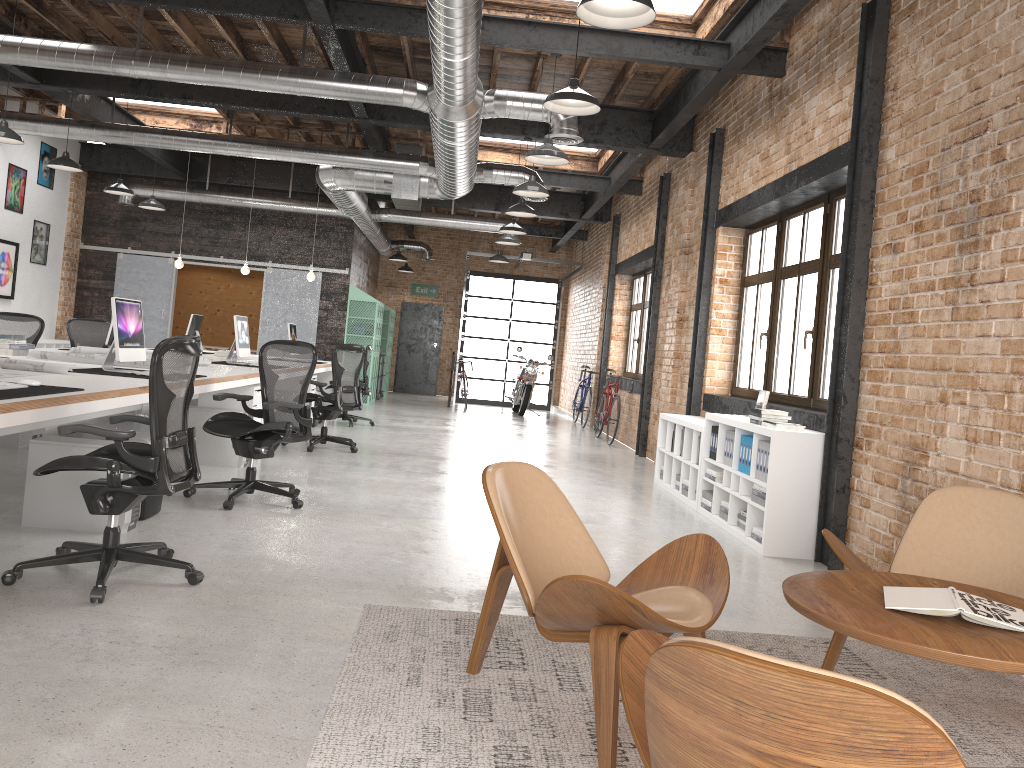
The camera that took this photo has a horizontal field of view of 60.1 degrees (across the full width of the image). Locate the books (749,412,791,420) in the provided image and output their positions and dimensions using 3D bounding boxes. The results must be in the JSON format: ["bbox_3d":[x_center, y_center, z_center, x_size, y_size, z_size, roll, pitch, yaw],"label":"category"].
[{"bbox_3d":[1.787,0.220,6.135,0.211,0.023,0.259,5,2,-4],"label":"books"}]

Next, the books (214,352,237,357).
[{"bbox_3d":[-3.074,-0.319,9.593,0.193,0.044,0.257,6,2,14],"label":"books"}]

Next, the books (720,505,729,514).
[{"bbox_3d":[1.678,0.932,6.535,0.206,0.067,0.275,5,2,-3],"label":"books"}]

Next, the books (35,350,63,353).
[{"bbox_3d":[-3.927,-0.265,7.600,0.244,0.019,0.205,7,2,34],"label":"books"}]

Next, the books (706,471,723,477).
[{"bbox_3d":[1.658,0.705,6.923,0.219,0.034,0.260,5,2,-3],"label":"books"}]

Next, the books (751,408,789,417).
[{"bbox_3d":[1.786,0.195,6.144,0.190,0.028,0.239,5,2,-2],"label":"books"}]

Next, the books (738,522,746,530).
[{"bbox_3d":[1.717,1.006,6.234,0.184,0.049,0.261,5,2,-3],"label":"books"}]

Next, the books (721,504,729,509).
[{"bbox_3d":[1.684,0.907,6.528,0.219,0.039,0.260,5,2,-3],"label":"books"}]

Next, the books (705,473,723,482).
[{"bbox_3d":[1.652,0.730,6.931,0.206,0.061,0.274,5,2,-3],"label":"books"}]

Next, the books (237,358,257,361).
[{"bbox_3d":[-3.133,-0.287,10.340,0.244,0.019,0.205,7,2,34],"label":"books"}]

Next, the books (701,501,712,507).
[{"bbox_3d":[1.633,0.942,6.967,0.219,0.034,0.260,5,2,-3],"label":"books"}]

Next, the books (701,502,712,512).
[{"bbox_3d":[1.627,0.968,6.974,0.206,0.061,0.274,5,2,-3],"label":"books"}]

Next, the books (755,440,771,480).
[{"bbox_3d":[1.770,0.518,5.960,0.232,0.261,0.062,5,-1,-3],"label":"books"}]

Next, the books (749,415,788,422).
[{"bbox_3d":[1.776,0.242,6.142,0.191,0.023,0.242,5,2,-6],"label":"books"}]

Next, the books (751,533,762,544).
[{"bbox_3d":[1.717,1.016,5.814,0.206,0.061,0.274,5,2,-3],"label":"books"}]

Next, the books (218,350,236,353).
[{"bbox_3d":[-3.086,-0.352,9.593,0.153,0.030,0.185,5,2,-6],"label":"books"}]

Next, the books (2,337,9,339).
[{"bbox_3d":[-7.203,-0.526,12.447,0.232,0.261,0.062,5,-1,-3],"label":"books"}]

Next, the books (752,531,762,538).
[{"bbox_3d":[1.723,0.991,5.807,0.219,0.034,0.260,5,2,-3],"label":"books"}]

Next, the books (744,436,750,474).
[{"bbox_3d":[1.756,0.509,6.196,0.232,0.261,0.062,5,-1,-3],"label":"books"}]

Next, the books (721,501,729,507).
[{"bbox_3d":[1.685,0.888,6.525,0.214,0.052,0.252,5,2,-3],"label":"books"}]

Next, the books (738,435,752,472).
[{"bbox_3d":[1.748,0.504,6.324,0.232,0.261,0.062,5,-1,-3],"label":"books"}]

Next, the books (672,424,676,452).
[{"bbox_3d":[1.630,0.527,8.338,0.221,0.283,0.061,5,-1,2],"label":"books"}]

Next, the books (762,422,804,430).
[{"bbox_3d":[1.795,0.276,5.865,0.187,0.014,0.248,5,2,-5],"label":"books"}]

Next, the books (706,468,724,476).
[{"bbox_3d":[1.659,0.687,6.919,0.214,0.046,0.251,5,2,-3],"label":"books"}]

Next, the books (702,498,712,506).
[{"bbox_3d":[1.634,0.924,6.963,0.214,0.046,0.251,5,2,-3],"label":"books"}]

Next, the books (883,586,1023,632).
[{"bbox_3d":[1.181,0.583,2.356,0.350,0.035,0.256,6,2,22],"label":"books"}]

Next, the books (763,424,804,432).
[{"bbox_3d":[1.793,0.290,5.861,0.187,0.014,0.253,5,2,-4],"label":"books"}]

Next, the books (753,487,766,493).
[{"bbox_3d":[1.731,0.694,5.812,0.219,0.039,0.260,5,2,-3],"label":"books"}]

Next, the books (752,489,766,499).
[{"bbox_3d":[1.725,0.720,5.819,0.206,0.067,0.275,5,2,-3],"label":"books"}]

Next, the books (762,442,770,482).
[{"bbox_3d":[1.778,0.523,5.832,0.232,0.261,0.062,5,-1,-3],"label":"books"}]

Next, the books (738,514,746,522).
[{"bbox_3d":[1.739,0.950,6.234,0.222,0.055,0.282,5,2,-3],"label":"books"}]

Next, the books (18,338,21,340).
[{"bbox_3d":[-7.222,-0.539,12.758,0.232,0.261,0.062,5,-1,-3],"label":"books"}]

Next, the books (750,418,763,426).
[{"bbox_3d":[1.781,0.270,6.134,0.191,0.032,0.259,5,2,-2],"label":"books"}]

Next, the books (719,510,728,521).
[{"bbox_3d":[1.679,0.983,6.543,0.217,0.072,0.290,5,2,-4],"label":"books"}]

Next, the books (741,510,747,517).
[{"bbox_3d":[1.739,0.918,6.210,0.199,0.054,0.240,5,2,-3],"label":"books"}]

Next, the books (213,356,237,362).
[{"bbox_3d":[-3.099,-0.273,9.576,0.200,0.050,0.272,5,2,-6],"label":"books"}]

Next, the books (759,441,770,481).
[{"bbox_3d":[1.774,0.521,5.897,0.232,0.261,0.062,5,-1,-3],"label":"books"}]

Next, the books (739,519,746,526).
[{"bbox_3d":[1.713,0.977,6.220,0.163,0.047,0.239,5,2,-3],"label":"books"}]

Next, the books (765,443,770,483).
[{"bbox_3d":[1.782,0.526,5.768,0.232,0.261,0.062,5,-1,-3],"label":"books"}]

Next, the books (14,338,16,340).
[{"bbox_3d":[-7.214,-0.534,12.629,0.232,0.261,0.062,5,-1,-3],"label":"books"}]

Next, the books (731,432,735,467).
[{"bbox_3d":[1.748,0.497,6.528,0.232,0.261,0.062,5,-1,-3],"label":"books"}]

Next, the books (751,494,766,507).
[{"bbox_3d":[1.726,0.771,5.826,0.217,0.072,0.290,5,2,-4],"label":"books"}]

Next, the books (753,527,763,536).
[{"bbox_3d":[1.724,0.973,5.803,0.214,0.046,0.251,5,2,-3],"label":"books"}]

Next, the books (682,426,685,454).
[{"bbox_3d":[1.670,0.509,7.933,0.272,0.354,0.063,5,-1,2],"label":"books"}]

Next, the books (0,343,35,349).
[{"bbox_3d":[-3.867,-0.297,6.853,0.193,0.044,0.257,6,2,14],"label":"books"}]

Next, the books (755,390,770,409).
[{"bbox_3d":[1.973,0.161,7.005,0.065,0.224,0.161,5,0,-4],"label":"books"}]

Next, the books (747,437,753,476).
[{"bbox_3d":[1.760,0.511,6.131,0.232,0.261,0.062,5,-1,-3],"label":"books"}]

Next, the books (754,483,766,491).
[{"bbox_3d":[1.732,0.676,5.808,0.214,0.052,0.252,5,2,-3],"label":"books"}]

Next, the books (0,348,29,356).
[{"bbox_3d":[-3.893,-0.252,6.836,0.200,0.050,0.272,5,2,-6],"label":"books"}]

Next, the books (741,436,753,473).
[{"bbox_3d":[1.752,0.506,6.261,0.232,0.261,0.062,5,-1,-3],"label":"books"}]

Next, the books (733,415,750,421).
[{"bbox_3d":[1.789,0.258,6.663,0.174,0.021,0.273,5,2,-4],"label":"books"}]

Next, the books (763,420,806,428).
[{"bbox_3d":[1.803,0.264,5.864,0.202,0.012,0.251,5,2,-2],"label":"books"}]

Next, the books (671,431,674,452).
[{"bbox_3d":[1.651,0.492,8.371,0.272,0.354,0.063,5,-1,2],"label":"books"}]

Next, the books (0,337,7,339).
[{"bbox_3d":[-7.199,-0.524,12.382,0.232,0.261,0.062,5,-1,-3],"label":"books"}]

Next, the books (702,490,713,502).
[{"bbox_3d":[1.640,0.888,6.982,0.217,0.078,0.291,5,2,-4],"label":"books"}]

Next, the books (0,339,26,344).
[{"bbox_3d":[-3.879,-0.330,6.854,0.153,0.030,0.185,5,2,-6],"label":"books"}]
